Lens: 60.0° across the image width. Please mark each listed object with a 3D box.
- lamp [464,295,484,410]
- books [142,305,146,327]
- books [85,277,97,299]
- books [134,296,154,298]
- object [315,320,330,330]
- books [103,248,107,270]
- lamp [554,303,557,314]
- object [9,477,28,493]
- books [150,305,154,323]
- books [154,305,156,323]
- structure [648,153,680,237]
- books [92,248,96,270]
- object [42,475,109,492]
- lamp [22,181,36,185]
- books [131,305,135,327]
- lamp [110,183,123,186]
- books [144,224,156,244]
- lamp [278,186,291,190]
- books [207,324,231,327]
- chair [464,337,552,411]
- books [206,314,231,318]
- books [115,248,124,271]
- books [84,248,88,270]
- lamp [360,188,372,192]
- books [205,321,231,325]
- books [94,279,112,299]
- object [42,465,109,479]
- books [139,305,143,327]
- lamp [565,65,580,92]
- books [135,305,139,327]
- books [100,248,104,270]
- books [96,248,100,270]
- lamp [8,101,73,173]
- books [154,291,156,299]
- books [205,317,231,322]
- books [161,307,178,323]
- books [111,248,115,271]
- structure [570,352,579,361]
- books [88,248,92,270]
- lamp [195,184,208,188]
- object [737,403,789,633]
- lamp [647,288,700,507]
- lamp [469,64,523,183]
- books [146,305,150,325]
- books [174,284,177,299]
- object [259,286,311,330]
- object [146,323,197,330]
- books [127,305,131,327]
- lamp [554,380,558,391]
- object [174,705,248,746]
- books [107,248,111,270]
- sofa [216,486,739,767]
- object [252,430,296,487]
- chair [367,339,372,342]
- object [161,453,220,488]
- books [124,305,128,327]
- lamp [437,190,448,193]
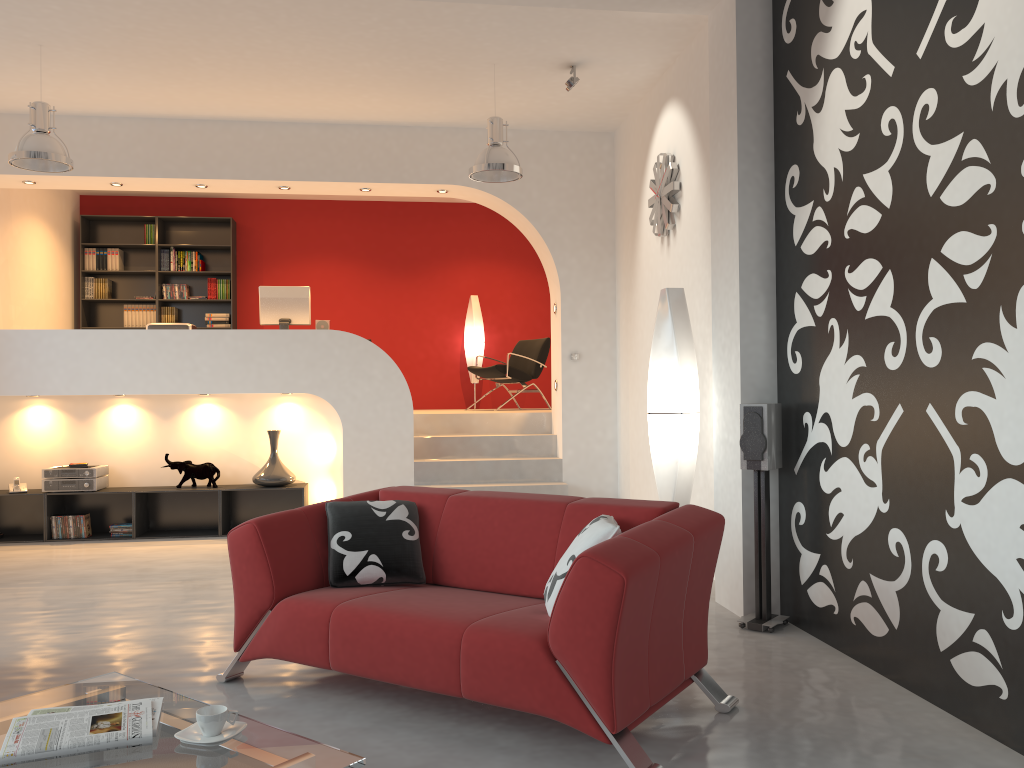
[{"bbox_3d":[-0.445,-0.373,10.525,0.237,1.349,0.237,-1,-1,0],"label":"lamp"},{"bbox_3d":[-4.161,-0.762,10.100,0.040,0.260,0.200,0,-1,-8],"label":"books"},{"bbox_3d":[-4.755,-1.071,10.035,0.090,0.256,0.181,0,-1,-8],"label":"books"},{"bbox_3d":[-4.194,-0.985,10.118,0.190,0.015,0.135,0,-1,-8],"label":"books"},{"bbox_3d":[-1.760,-0.518,8.235,0.133,0.147,0.151,0,-1,-24],"label":"object"},{"bbox_3d":[-4.578,-1.391,10.051,0.040,0.260,0.200,0,-1,-8],"label":"books"},{"bbox_3d":[0.392,-0.686,8.071,0.011,0.105,0.105,0,-1,-8],"label":"lamp"},{"bbox_3d":[-4.091,0.832,7.343,0.130,0.117,0.146,0,-1,-32],"label":"object"},{"bbox_3d":[-4.080,-0.763,10.111,0.040,0.260,0.200,0,-1,-8],"label":"books"},{"bbox_3d":[-4.040,-0.763,10.116,0.040,0.260,0.200,0,-1,-8],"label":"books"},{"bbox_3d":[1.080,-1.360,6.391,0.090,0.596,0.596,0,-1,-8],"label":"structure"},{"bbox_3d":[-4.699,-1.390,10.035,0.040,0.260,0.200,0,-1,-8],"label":"books"},{"bbox_3d":[-3.680,0.838,7.479,0.430,0.100,0.365,0,-1,-8],"label":"object"},{"bbox_3d":[-4.071,-1.696,7.476,0.105,0.011,0.105,0,-1,-4],"label":"lamp"},{"bbox_3d":[-4.281,-0.761,10.083,0.040,0.260,0.200,0,-1,-8],"label":"books"},{"bbox_3d":[-3.378,-1.702,7.570,0.105,0.011,0.105,0,-1,-19],"label":"lamp"},{"bbox_3d":[-4.101,-1.686,10.132,0.146,0.240,0.170,0,-1,-8],"label":"books"},{"bbox_3d":[-1.990,-1.713,7.760,0.105,0.011,0.105,0,-1,-19],"label":"lamp"},{"bbox_3d":[-3.351,-0.659,10.196,0.260,0.040,0.200,0,-1,-6],"label":"books"},{"bbox_3d":[-0.040,-0.110,9.787,0.768,0.795,0.664,0,-1,-33],"label":"chair"},{"bbox_3d":[-3.363,-0.779,10.183,0.260,0.040,0.200,0,-1,-8],"label":"books"},{"bbox_3d":[-4.457,-1.392,10.068,0.040,0.260,0.200,0,-1,-8],"label":"books"},{"bbox_3d":[-4.779,-1.390,10.024,0.040,0.260,0.200,0,-1,-8],"label":"books"},{"bbox_3d":[-1.297,-1.718,7.855,0.105,0.011,0.105,0,-1,-19],"label":"lamp"},{"bbox_3d":[-3.369,-0.699,10.191,0.260,0.040,0.200,0,-1,-8],"label":"books"},{"bbox_3d":[-4.636,-1.064,10.050,0.146,0.240,0.170,0,-1,-8],"label":"books"},{"bbox_3d":[-3.682,0.740,7.488,0.430,0.077,0.349,0,-1,-8],"label":"object"},{"bbox_3d":[-4.201,-0.762,10.094,0.040,0.260,0.200,0,-1,-8],"label":"books"},{"bbox_3d":[0.431,-2.171,6.312,0.112,0.176,0.118,-1,-1,35],"label":"lamp"},{"bbox_3d":[-4.241,-0.761,10.089,0.040,0.260,0.200,0,-1,-8],"label":"books"},{"bbox_3d":[-4.618,-1.391,10.046,0.040,0.260,0.200,0,-1,-8],"label":"books"},{"bbox_3d":[-4.659,-1.391,10.040,0.040,0.260,0.200,0,-1,-8],"label":"books"},{"bbox_3d":[-3.100,-1.836,5.837,0.379,0.800,0.379,0,-1,-37],"label":"lamp"},{"bbox_3d":[-4.053,-1.042,10.138,0.063,0.187,0.135,0,-1,-8],"label":"books"},{"bbox_3d":[-3.374,-0.739,10.190,0.260,0.040,0.200,0,-1,-8],"label":"books"},{"bbox_3d":[-3.916,-0.754,10.144,0.146,0.240,0.170,0,-1,-8],"label":"books"},{"bbox_3d":[-4.497,-1.392,10.062,0.040,0.260,0.200,0,-1,-8],"label":"books"},{"bbox_3d":[0.555,-0.242,7.827,0.080,0.080,0.016,0,-1,-8],"label":"structure"},{"bbox_3d":[-4.739,-1.390,10.029,0.040,0.260,0.200,0,-1,-8],"label":"books"},{"bbox_3d":[-2.684,-1.707,7.665,0.105,0.011,0.105,0,-1,-19],"label":"lamp"},{"bbox_3d":[1.250,0.654,4.431,0.214,1.112,0.229,-1,-1,37],"label":"object"},{"bbox_3d":[0.947,0.333,5.184,0.313,1.779,0.313,-1,-1,0],"label":"lamp"},{"bbox_3d":[-0.118,-1.860,6.244,0.379,0.800,0.379,0,-1,-37],"label":"lamp"},{"bbox_3d":[-4.120,-0.762,10.105,0.040,0.260,0.200,0,-1,-8],"label":"books"},{"bbox_3d":[-3.844,-1.045,10.167,0.031,0.190,0.135,0,-1,-8],"label":"books"},{"bbox_3d":[-2.081,-0.669,8.143,0.458,0.452,0.230,0,-1,-8],"label":"object"},{"bbox_3d":[-3.077,-0.435,8.084,0.397,0.217,0.458,0,-1,-8],"label":"object"},{"bbox_3d":[-4.321,-0.761,10.078,0.040,0.260,0.200,0,-1,-8],"label":"books"},{"bbox_3d":[0.399,0.013,8.062,0.011,0.105,0.105,0,-1,-8],"label":"lamp"},{"bbox_3d":[-0.775,0.876,2.287,0.153,0.069,0.153,-1,-1,19],"label":"object"},{"bbox_3d":[-4.538,-1.392,10.057,0.040,0.260,0.200,0,-1,-8],"label":"books"},{"bbox_3d":[-0.175,0.844,3.503,1.929,0.738,0.951,-1,-1,32],"label":"sofa"},{"bbox_3d":[-2.067,0.644,7.705,0.369,0.481,0.369,0,-1,-43],"label":"object"},{"bbox_3d":[-1.904,-0.096,9.474,0.664,0.795,0.768,-1,-1,12],"label":"chair"},{"bbox_3d":[-2.757,0.743,7.634,0.507,0.296,0.191,-1,-1,8],"label":"object"},{"bbox_3d":[-4.361,-0.761,10.072,0.040,0.260,0.200,0,-1,-8],"label":"books"},{"bbox_3d":[-0.622,-1.724,7.947,0.105,0.011,0.105,0,-1,-19],"label":"lamp"}]
